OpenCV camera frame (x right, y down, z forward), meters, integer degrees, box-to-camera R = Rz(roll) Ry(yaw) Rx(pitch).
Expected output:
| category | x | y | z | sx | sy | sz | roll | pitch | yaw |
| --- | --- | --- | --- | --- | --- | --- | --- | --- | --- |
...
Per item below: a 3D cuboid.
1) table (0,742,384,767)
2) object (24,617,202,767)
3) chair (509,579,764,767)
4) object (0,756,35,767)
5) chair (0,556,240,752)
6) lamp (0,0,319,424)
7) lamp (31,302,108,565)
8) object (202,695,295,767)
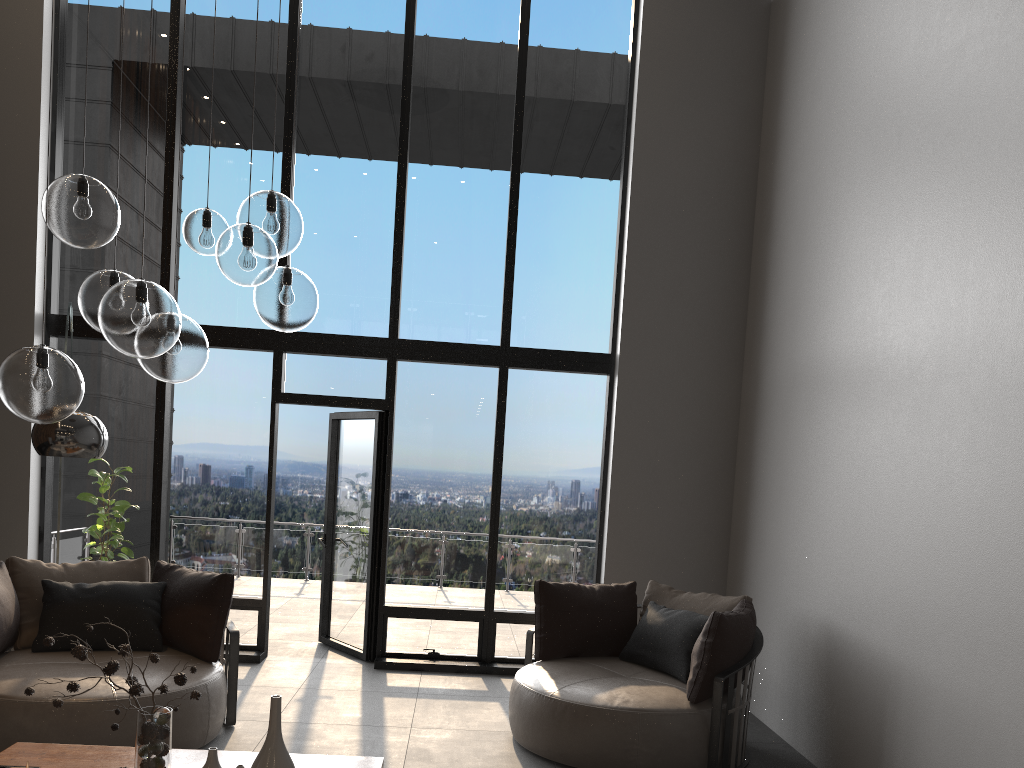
| category | x | y | z | sx | sy | sz | roll | pitch | yaw |
| --- | --- | --- | --- | --- | --- | --- | --- | --- | --- |
| table | -1.231 | 1.609 | 3.092 | 1.453 | 0.356 | 0.898 | 4 | -5 | -3 |
| object | -1.390 | 1.119 | 3.048 | 0.544 | 0.606 | 0.315 | 4 | 1 | -32 |
| chair | 0.733 | 1.678 | 5.209 | 1.440 | 0.902 | 1.487 | 3 | -3 | 13 |
| object | -1.565 | 1.272 | 2.748 | 0.153 | 0.212 | 0.077 | 4 | 2 | 7 |
| chair | -2.271 | 1.444 | 4.748 | 1.475 | 0.903 | 1.451 | 2 | -4 | 23 |
| lamp | -1.021 | -2.330 | 2.860 | 1.233 | 5.024 | 1.220 | 3 | 3 | -6 |
| lamp | -2.461 | 0.726 | 4.845 | 0.321 | 2.344 | 2.023 | 2 | 0 | -27 |
| object | -0.885 | 1.239 | 2.937 | 0.315 | 0.400 | 0.320 | 3 | 0 | 16 |
